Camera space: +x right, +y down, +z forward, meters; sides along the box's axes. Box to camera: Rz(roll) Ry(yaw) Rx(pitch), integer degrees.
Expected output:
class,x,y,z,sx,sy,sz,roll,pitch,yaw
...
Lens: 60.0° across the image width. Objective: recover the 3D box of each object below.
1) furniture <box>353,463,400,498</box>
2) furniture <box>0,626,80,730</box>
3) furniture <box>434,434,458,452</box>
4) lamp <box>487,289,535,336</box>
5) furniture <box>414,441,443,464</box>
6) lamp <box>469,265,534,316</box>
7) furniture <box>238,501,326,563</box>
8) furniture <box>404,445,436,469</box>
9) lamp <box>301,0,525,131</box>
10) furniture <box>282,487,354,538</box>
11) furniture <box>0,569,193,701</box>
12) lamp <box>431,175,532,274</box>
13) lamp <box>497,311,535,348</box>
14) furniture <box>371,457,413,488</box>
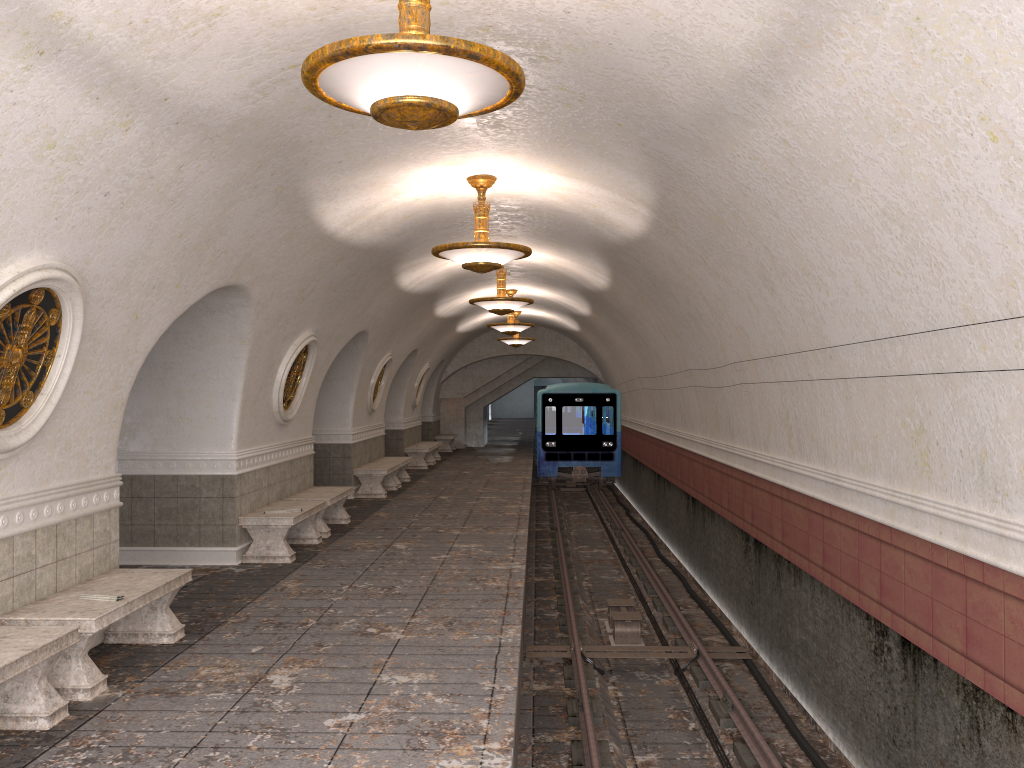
class,x,y,z,sx,sy,sz,roll,pitch,yaw
furniture,-2.486,1.775,16.419,0.613,0.508,1.509,0,-1,2
furniture,-2.831,1.650,4.394,0.613,0.508,1.509,0,-1,2
furniture,-2.134,1.903,28.678,0.613,0.508,1.509,0,-1,2
lamp,-0.027,-1.483,18.553,1.008,0.955,1.008,0,-1,18
furniture,-2.266,1.855,24.059,0.613,0.508,1.509,0,-1,2
lamp,-0.165,-1.533,13.727,1.008,0.955,1.008,0,-1,18
furniture,-2.659,1.713,10.401,0.613,0.508,1.509,0,-1,2
furniture,-2.315,1.837,22.378,0.613,0.508,1.509,0,-1,2
lamp,-0.444,-1.634,4.040,1.008,0.955,1.008,0,-1,-14
furniture,-2.610,1.730,12.081,0.613,0.508,1.509,0,-1,2
furniture,-2.783,1.668,6.075,0.613,0.508,1.509,0,-1,2
lamp,-0.304,-1.583,8.900,1.008,0.955,1.008,0,-1,-14
lamp,0.112,-1.432,23.381,1.008,0.955,1.008,0,-1,-42
furniture,-2.437,1.793,18.100,0.613,0.508,1.509,0,-1,2
